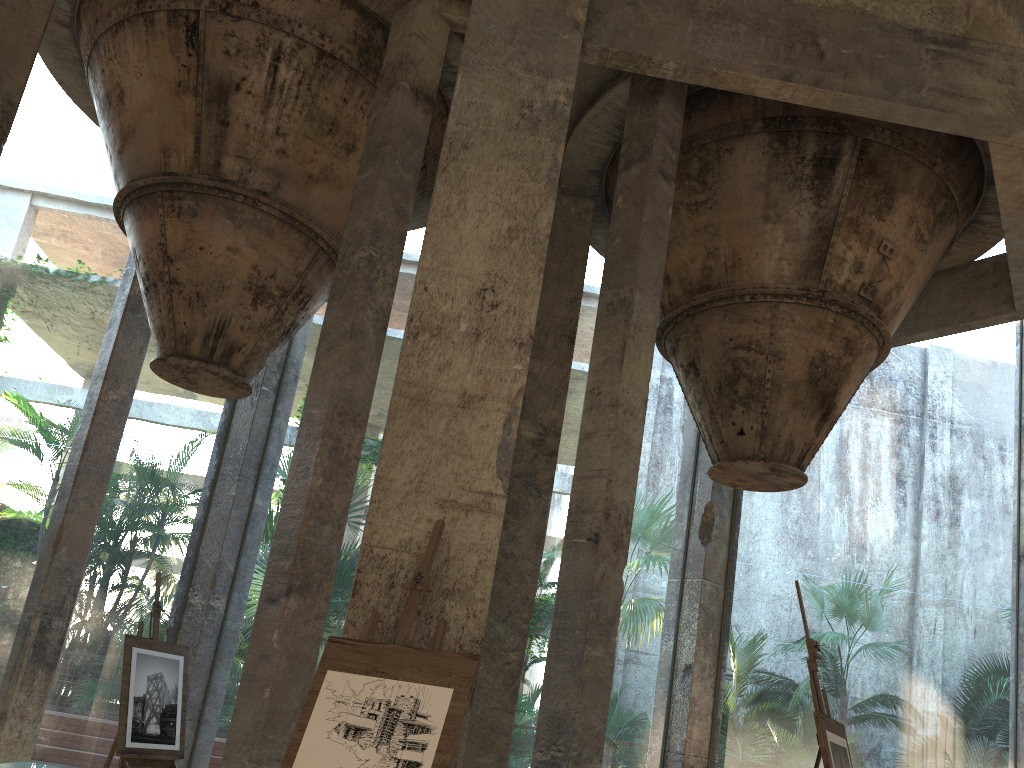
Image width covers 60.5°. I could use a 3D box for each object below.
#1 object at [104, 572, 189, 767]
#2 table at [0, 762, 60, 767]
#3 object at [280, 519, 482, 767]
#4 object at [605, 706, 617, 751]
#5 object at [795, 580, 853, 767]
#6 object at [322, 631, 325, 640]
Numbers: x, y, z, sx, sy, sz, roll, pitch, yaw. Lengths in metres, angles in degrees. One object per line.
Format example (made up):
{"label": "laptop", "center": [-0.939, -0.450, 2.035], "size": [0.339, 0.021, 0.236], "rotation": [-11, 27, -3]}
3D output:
{"label": "object", "center": [-3.002, 2.614, 7.257], "size": [0.683, 2.072, 0.727], "rotation": [2, -17, 26]}
{"label": "table", "center": [-2.877, 2.587, 5.090], "size": [0.940, 0.527, 1.943], "rotation": [10, -21, -1]}
{"label": "object", "center": [-0.542, 1.484, 3.363], "size": [0.700, 2.072, 0.710], "rotation": [3, -17, 24]}
{"label": "object", "center": [0.574, 2.967, 7.702], "size": [0.687, 0.907, 0.891], "rotation": [9, -18, 1]}
{"label": "object", "center": [1.310, 1.854, 3.536], "size": [0.684, 2.072, 0.726], "rotation": [1, -18, 29]}
{"label": "object", "center": [-1.851, 2.542, 7.630], "size": [0.856, 0.907, 0.715], "rotation": [3, -18, 18]}
